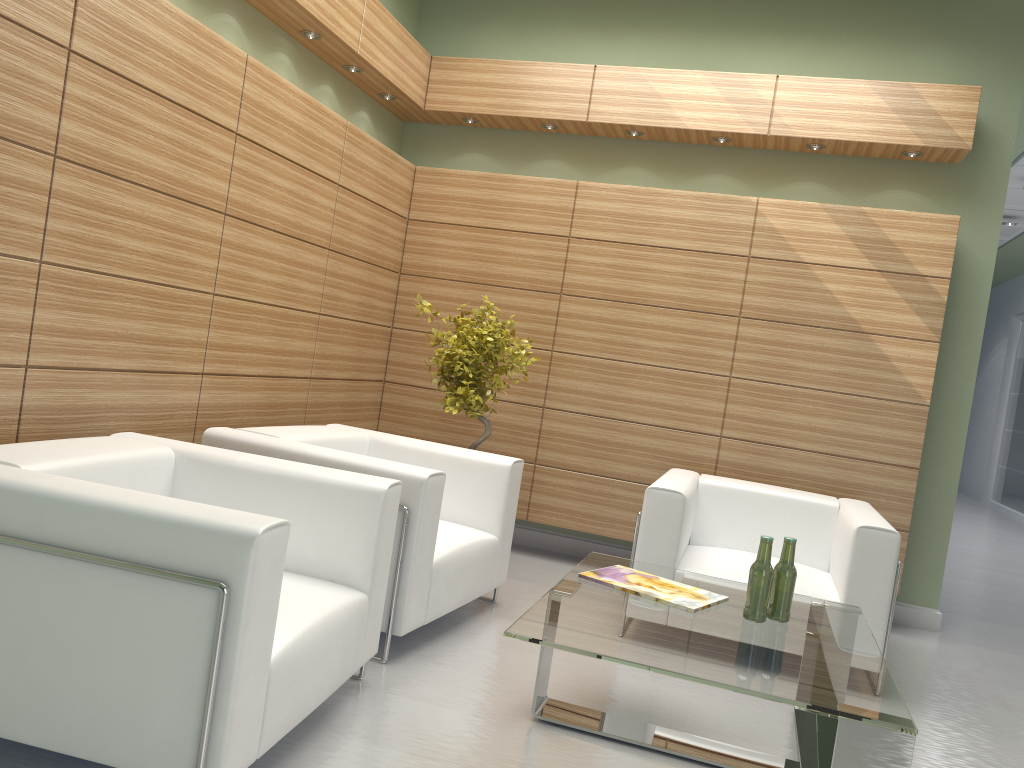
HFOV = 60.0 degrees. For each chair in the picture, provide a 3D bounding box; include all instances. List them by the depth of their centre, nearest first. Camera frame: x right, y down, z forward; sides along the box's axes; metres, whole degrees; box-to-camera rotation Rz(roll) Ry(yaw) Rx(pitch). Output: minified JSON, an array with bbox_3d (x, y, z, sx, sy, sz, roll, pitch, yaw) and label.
[{"bbox_3d":[-1.731,1.026,4.451,1.802,1.234,1.894,9,2,11],"label":"chair"},{"bbox_3d":[-1.087,1.060,6.685,1.769,1.234,1.894,9,2,21],"label":"chair"},{"bbox_3d":[2.018,1.510,7.304,1.894,1.234,1.802,9,2,16],"label":"chair"}]

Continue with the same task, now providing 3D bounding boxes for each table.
[{"bbox_3d":[1.045,1.653,4.908,1.783,0.742,2.197,9,2,16],"label":"table"}]

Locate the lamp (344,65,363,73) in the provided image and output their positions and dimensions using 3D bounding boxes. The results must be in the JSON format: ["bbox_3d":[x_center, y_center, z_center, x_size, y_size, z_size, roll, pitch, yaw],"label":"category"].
[{"bbox_3d":[-1.504,-3.017,8.426,0.181,0.074,0.181,8,2,-13],"label":"lamp"}]

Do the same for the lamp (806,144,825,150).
[{"bbox_3d":[2.977,-2.350,8.691,0.181,0.074,0.181,8,2,-24],"label":"lamp"}]

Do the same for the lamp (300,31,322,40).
[{"bbox_3d":[-1.726,-3.028,7.636,0.181,0.074,0.181,9,2,-1],"label":"lamp"}]

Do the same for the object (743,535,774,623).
[{"bbox_3d":[1.389,1.086,4.954,0.131,0.475,0.131,8,2,-20],"label":"object"}]

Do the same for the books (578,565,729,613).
[{"bbox_3d":[0.848,1.222,5.334,0.762,0.025,0.508,10,2,36],"label":"books"}]

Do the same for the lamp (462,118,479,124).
[{"bbox_3d":[-0.450,-2.893,9.660,0.181,0.074,0.181,9,2,10],"label":"lamp"}]

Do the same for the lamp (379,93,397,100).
[{"bbox_3d":[-1.286,-3.006,9.204,0.181,0.074,0.181,9,2,-1],"label":"lamp"}]

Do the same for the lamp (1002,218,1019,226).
[{"bbox_3d":[9.981,-3.361,18.161,0.657,0.159,0.286,9,2,16],"label":"lamp"}]

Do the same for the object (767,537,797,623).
[{"bbox_3d":[1.545,1.107,5.036,0.131,0.475,0.131,8,2,-20],"label":"object"}]

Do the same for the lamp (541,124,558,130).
[{"bbox_3d":[0.405,-2.758,9.419,0.181,0.074,0.181,9,2,10],"label":"lamp"}]

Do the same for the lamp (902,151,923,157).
[{"bbox_3d":[3.819,-2.217,8.453,0.181,0.074,0.181,9,2,10],"label":"lamp"}]

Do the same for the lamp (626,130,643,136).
[{"bbox_3d":[1.271,-2.621,9.174,0.181,0.074,0.181,8,2,-24],"label":"lamp"}]

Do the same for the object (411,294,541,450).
[{"bbox_3d":[-0.505,0.422,8.227,1.201,2.565,1.116,8,2,-16],"label":"object"}]

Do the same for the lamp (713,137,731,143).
[{"bbox_3d":[2.118,-2.486,8.934,0.181,0.074,0.181,9,2,10],"label":"lamp"}]
